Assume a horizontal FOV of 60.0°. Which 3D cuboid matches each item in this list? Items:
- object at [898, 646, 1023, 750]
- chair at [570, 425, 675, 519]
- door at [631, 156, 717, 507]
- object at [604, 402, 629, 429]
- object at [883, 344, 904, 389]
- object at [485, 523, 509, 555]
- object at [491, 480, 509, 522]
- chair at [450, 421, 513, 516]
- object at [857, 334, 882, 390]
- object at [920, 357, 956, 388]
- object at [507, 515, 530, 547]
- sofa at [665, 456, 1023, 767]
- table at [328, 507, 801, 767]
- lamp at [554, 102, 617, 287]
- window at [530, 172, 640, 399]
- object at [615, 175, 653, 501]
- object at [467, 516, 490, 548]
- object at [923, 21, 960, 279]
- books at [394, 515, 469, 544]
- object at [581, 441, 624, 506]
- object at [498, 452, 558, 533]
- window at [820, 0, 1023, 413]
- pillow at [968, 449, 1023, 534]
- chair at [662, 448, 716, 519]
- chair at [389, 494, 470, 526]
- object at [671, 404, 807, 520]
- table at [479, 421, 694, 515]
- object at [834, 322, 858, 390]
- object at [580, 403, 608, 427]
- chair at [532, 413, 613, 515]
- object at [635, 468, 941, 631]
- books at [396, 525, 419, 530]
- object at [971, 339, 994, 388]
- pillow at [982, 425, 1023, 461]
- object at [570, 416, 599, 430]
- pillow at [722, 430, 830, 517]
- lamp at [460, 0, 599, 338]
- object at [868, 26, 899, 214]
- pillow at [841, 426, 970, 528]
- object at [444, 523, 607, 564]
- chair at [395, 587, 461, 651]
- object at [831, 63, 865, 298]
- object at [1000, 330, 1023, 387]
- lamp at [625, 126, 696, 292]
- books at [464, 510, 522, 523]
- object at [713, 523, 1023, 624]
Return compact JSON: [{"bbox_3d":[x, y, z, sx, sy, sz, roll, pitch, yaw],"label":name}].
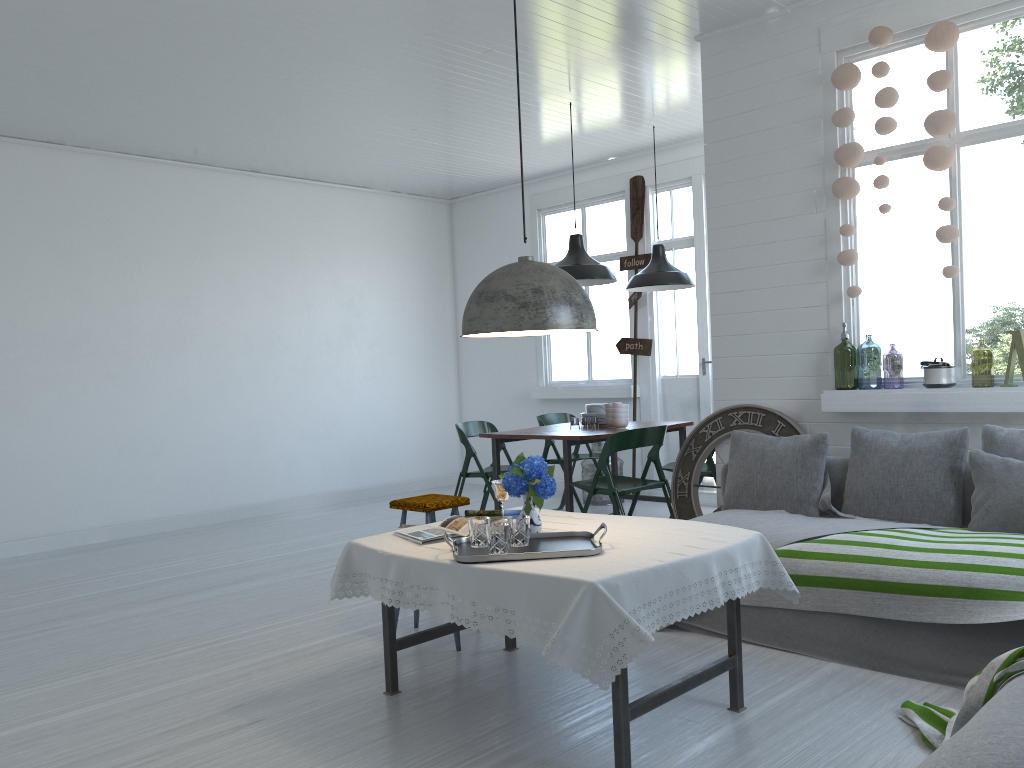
[{"bbox_3d":[1.785,0.893,2.765,0.622,0.833,1.580,-3,1,-21],"label":"object"},{"bbox_3d":[0.821,0.812,6.487,0.730,1.007,0.651,-1,2,44],"label":"chair"},{"bbox_3d":[1.901,-0.527,8.914,1.610,3.482,0.253,-1,3,44],"label":"door"},{"bbox_3d":[0.869,0.258,7.333,0.149,0.216,0.309,-3,1,-13],"label":"object"},{"bbox_3d":[2.263,-0.103,5.267,0.111,0.270,0.111,-3,2,-28],"label":"object"},{"bbox_3d":[-0.055,0.605,3.446,0.095,0.119,0.095,-3,2,-21],"label":"object"},{"bbox_3d":[-0.044,0.551,4.176,0.098,0.192,0.098,-3,2,-25],"label":"object"},{"bbox_3d":[-0.163,0.835,7.861,0.730,1.007,0.651,-2,2,24],"label":"chair"},{"bbox_3d":[2.165,-0.133,5.369,0.137,0.335,0.137,-4,2,-39],"label":"object"},{"bbox_3d":[2.454,-0.065,5.108,0.186,0.174,0.208,-2,1,25],"label":"object"},{"bbox_3d":[0.029,0.599,3.605,0.095,0.119,0.095,-2,2,29],"label":"object"},{"bbox_3d":[1.485,0.921,3.432,3.395,0.899,3.405,-2,1,44],"label":"sofa"},{"bbox_3d":[0.180,1.010,3.832,1.326,0.725,1.670,-4,1,-44],"label":"table"},{"bbox_3d":[0.518,-1.586,7.364,0.650,1.500,0.649,-1,2,41],"label":"lamp"},{"bbox_3d":[0.776,-1.042,9.981,1.482,2.399,0.253,-1,2,44],"label":"window"},{"bbox_3d":[1.313,-0.489,9.315,0.361,3.423,0.413,-3,2,-13],"label":"object"},{"bbox_3d":[-0.133,0.606,3.621,0.095,0.119,0.095,-3,2,-21],"label":"object"},{"bbox_3d":[2.432,-1.306,5.002,0.196,1.427,0.200,-4,2,-35],"label":"object"},{"bbox_3d":[-0.278,0.645,3.989,0.422,0.049,0.300,-3,1,-31],"label":"books"},{"bbox_3d":[0.953,0.893,9.346,0.450,0.725,0.450,-2,2,24],"label":"object"},{"bbox_3d":[0.080,0.476,3.811,0.265,0.377,0.236,-4,2,-44],"label":"object"},{"bbox_3d":[2.480,-1.044,5.027,1.482,2.399,0.253,-1,2,44],"label":"window"},{"bbox_3d":[2.485,0.550,4.312,0.277,0.445,0.528,-3,2,-31],"label":"pillow"},{"bbox_3d":[1.593,0.766,7.278,0.730,1.007,0.651,-2,2,24],"label":"chair"},{"bbox_3d":[-0.571,1.089,6.271,0.419,0.563,0.419,-1,2,44],"label":"chair"},{"bbox_3d":[1.519,0.708,5.880,1.111,1.138,0.584,-2,2,30],"label":"object"},{"bbox_3d":[0.694,0.824,7.536,1.171,0.930,1.694,-1,2,42],"label":"table"},{"bbox_3d":[2.052,-0.172,5.452,0.136,0.416,0.136,-1,2,41],"label":"object"},{"bbox_3d":[0.736,0.270,7.661,0.300,0.195,0.305,-3,1,-9],"label":"object"},{"bbox_3d":[0.587,0.790,8.629,0.730,1.007,0.651,-1,2,34],"label":"chair"},{"bbox_3d":[1.314,0.911,5.047,1.684,0.925,1.212,-3,1,-5],"label":"object"},{"bbox_3d":[-0.548,0.784,4.776,0.133,0.022,0.189,-2,1,5],"label":"books"},{"bbox_3d":[2.617,-0.114,4.933,0.111,0.270,0.111,-3,2,-28],"label":"object"},{"bbox_3d":[2.631,0.487,4.358,0.639,0.561,0.278,-1,2,45],"label":"pillow"},{"bbox_3d":[0.612,0.326,7.418,0.241,0.098,0.172,-3,1,-42],"label":"object"},{"bbox_3d":[1.559,0.547,5.297,0.639,0.522,0.278,-1,2,44],"label":"pillow"},{"bbox_3d":[0.030,-1.238,3.786,0.601,2.045,0.600,-2,2,15],"label":"lamp"},{"bbox_3d":[2.192,-1.548,5.213,0.153,1.089,0.150,-3,2,-10],"label":"object"},{"bbox_3d":[2.140,0.499,4.854,0.641,0.521,0.280,-1,2,45],"label":"pillow"},{"bbox_3d":[0.054,0.622,3.548,0.651,0.092,0.398,-3,1,-3],"label":"object"},{"bbox_3d":[-0.421,1.104,4.799,0.419,0.563,0.419,-2,2,14],"label":"chair"},{"bbox_3d":[2.046,-1.223,5.381,0.193,1.405,0.197,-2,2,5],"label":"object"},{"bbox_3d":[2.793,-0.138,4.753,0.052,0.311,0.330,-4,2,-36],"label":"object"},{"bbox_3d":[1.342,-1.635,8.206,0.650,1.500,0.650,-3,2,-1],"label":"lamp"},{"bbox_3d":[-0.119,0.640,4.255,0.300,0.043,0.228,-2,1,18],"label":"books"},{"bbox_3d":[2.024,0.958,4.212,3.164,0.473,1.043,-2,1,45],"label":"object"}]
